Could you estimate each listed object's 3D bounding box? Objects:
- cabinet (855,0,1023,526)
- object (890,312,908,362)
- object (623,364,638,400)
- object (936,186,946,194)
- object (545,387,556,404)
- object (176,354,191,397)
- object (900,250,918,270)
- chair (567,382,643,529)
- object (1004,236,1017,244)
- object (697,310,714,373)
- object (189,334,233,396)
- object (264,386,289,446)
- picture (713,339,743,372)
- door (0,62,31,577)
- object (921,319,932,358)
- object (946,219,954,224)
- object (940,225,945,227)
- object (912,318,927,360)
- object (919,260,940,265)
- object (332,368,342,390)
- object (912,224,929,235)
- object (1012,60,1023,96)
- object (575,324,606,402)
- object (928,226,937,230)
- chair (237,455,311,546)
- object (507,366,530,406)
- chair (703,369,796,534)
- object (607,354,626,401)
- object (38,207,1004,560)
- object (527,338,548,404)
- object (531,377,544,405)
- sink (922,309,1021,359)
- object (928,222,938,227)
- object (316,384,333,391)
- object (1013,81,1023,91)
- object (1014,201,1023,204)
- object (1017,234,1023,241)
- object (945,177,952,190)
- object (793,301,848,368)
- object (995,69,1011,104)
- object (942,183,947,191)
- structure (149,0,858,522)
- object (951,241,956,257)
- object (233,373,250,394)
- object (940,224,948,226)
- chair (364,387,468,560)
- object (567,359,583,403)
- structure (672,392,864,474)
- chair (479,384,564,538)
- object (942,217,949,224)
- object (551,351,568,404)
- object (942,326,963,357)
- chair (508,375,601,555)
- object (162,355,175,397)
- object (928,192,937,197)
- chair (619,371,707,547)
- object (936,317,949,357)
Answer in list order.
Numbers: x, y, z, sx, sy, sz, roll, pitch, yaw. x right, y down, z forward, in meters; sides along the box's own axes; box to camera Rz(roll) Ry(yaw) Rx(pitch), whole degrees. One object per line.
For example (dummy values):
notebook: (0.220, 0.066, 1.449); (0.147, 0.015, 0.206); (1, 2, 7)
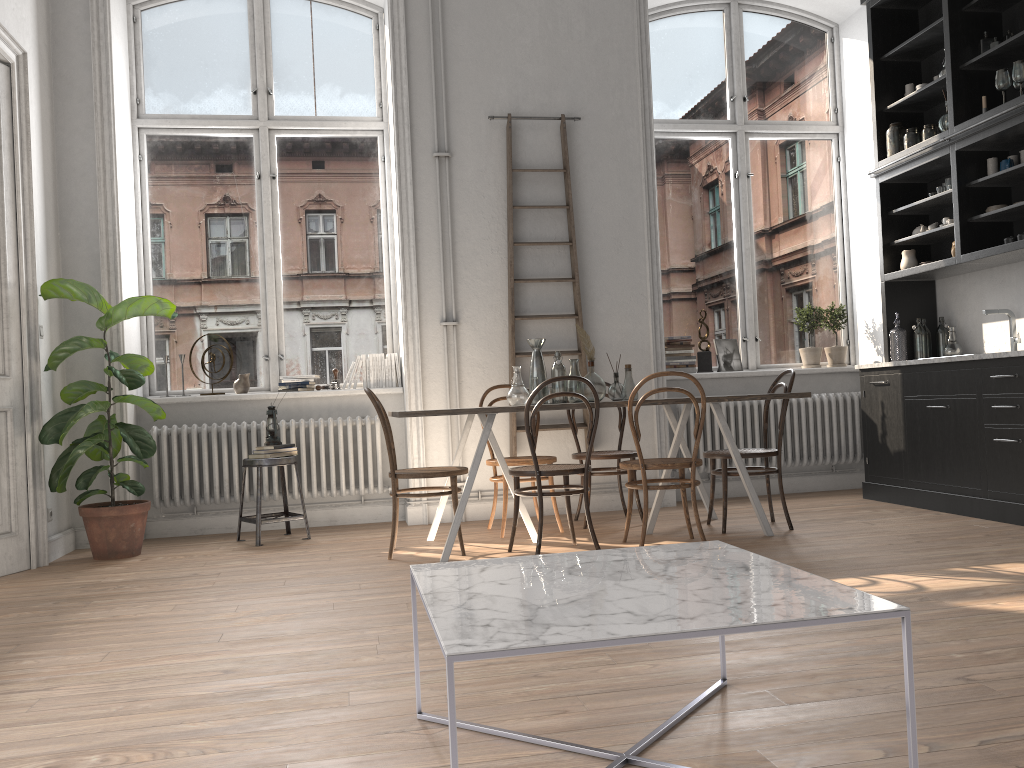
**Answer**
cabinet: (2.991, -1.034, 4.774); (0.635, 3.583, 3.251); (-3, -1, -11)
object: (2.702, -0.328, 6.205); (0.109, 0.349, 0.109); (-2, -1, -30)
object: (0.693, -0.011, 5.253); (0.101, 0.211, 0.101); (-3, -1, 29)
object: (2.850, -1.272, 5.882); (0.064, 0.069, 0.064); (-3, -1, 37)
object: (0.215, 0.066, 4.998); (0.058, 0.094, 0.058); (-3, -1, 18)
object: (-2.248, -0.057, 6.057); (0.095, 0.289, 0.095); (-3, -1, 12)
object: (2.772, -0.856, 6.183); (0.127, 0.144, 0.115); (-2, -1, -32)
chair: (0.593, 0.431, 5.711); (0.438, 0.920, 0.549); (-3, -1, -4)
object: (2.939, -0.841, 5.208); (0.088, 0.059, 0.104); (-2, -1, -22)
object: (1.470, -0.328, 6.796); (0.122, 0.488, 0.102); (-3, -1, 14)
object: (-2.069, -0.133, 6.112); (0.347, 0.425, 0.087); (-3, -1, 22)
object: (-1.515, 0.199, 5.694); (0.163, 0.383, 0.154); (-2, -1, -37)
picture: (1.652, -0.216, 6.870); (0.221, 0.264, 0.149); (-2, -1, -27)
door: (-2.857, -0.383, 4.441); (0.216, 2.814, 1.097); (-3, -1, 14)
object: (2.912, -0.310, 6.258); (0.086, 0.301, 0.086); (-3, -1, 4)
object: (2.871, -1.050, 5.813); (0.049, 0.054, 0.039); (-3, -1, 15)
object: (2.881, -1.042, 5.874); (0.085, 0.016, 0.085); (-3, -1, 21)
object: (2.832, -0.308, 6.163); (0.086, 0.301, 0.086); (-2, -1, -25)
object: (2.873, -0.809, 6.041); (0.180, 0.037, 0.180); (-2, -1, -26)
object: (-1.237, -0.034, 6.226); (0.048, 0.153, 0.088); (-2, -1, -41)
object: (2.859, -1.064, 6.188); (0.140, 0.100, 0.125); (-2, -1, -29)
object: (2.897, -1.724, 5.051); (0.083, 0.221, 0.083); (-3, -1, 36)
object: (0.451, -0.120, 5.053); (0.157, 0.446, 0.157); (-3, -1, 7)
object: (2.860, -1.052, 6.028); (0.058, 0.033, 0.056); (-2, -1, -36)
chair: (-1.519, 0.725, 5.616); (0.364, 0.522, 0.360); (-2, -1, -37)
object: (0.033, 0.010, 4.932); (0.132, 0.219, 0.132); (-2, -1, -21)
chair: (1.401, 0.383, 5.220); (0.549, 0.920, 0.438); (-3, -1, 2)
object: (0.606, -0.044, 5.161); (0.107, 0.283, 0.107); (-2, -1, -16)
object: (0.156, -0.016, 5.477); (5.827, 1.842, 0.792); (-3, -1, -6)
object: (0.151, -0.072, 5.200); (0.116, 0.383, 0.116); (-3, -1, 1)
object: (0.137, 0.040, 5.080); (0.083, 0.158, 0.083); (-2, -1, -15)
sink: (2.918, -0.209, 5.521); (0.514, 0.504, 0.526); (-3, -1, -11)
object: (2.860, -1.072, 6.028); (0.055, 0.047, 0.058); (-3, -1, 4)
object: (-1.329, 0.023, 6.264); (0.088, 0.048, 0.153); (-3, -1, 29)
object: (2.975, -1.725, 5.182); (0.083, 0.221, 0.083); (-2, -1, -19)
object: (3.086, -1.076, 5.346); (0.112, 0.036, 0.112); (-3, -1, 32)
object: (2.952, -0.843, 5.096); (0.088, 0.059, 0.104); (-2, -1, -32)
object: (2.874, -1.294, 5.814); (0.060, 0.107, 0.060); (-3, -1, 17)
object: (2.435, -0.387, 6.981); (0.500, 0.524, 0.234); (-2, -1, -21)
object: (2.871, -1.720, 5.180); (0.083, 0.221, 0.083); (-3, -1, 21)
object: (2.918, -1.293, 5.948); (0.060, 0.107, 0.060); (-2, -1, -43)
structure: (0.072, -1.311, 6.315); (5.181, 4.473, 0.340); (-3, -1, -11)
object: (2.851, -0.859, 5.677); (0.069, 0.123, 0.173); (-3, -1, 22)
object: (-1.872, -0.001, 6.143); (0.100, 0.142, 0.102); (-2, -1, -36)
object: (2.880, -1.049, 5.876); (0.085, 0.016, 0.085); (-3, -1, 30)
chair: (-0.516, 0.466, 4.883); (0.549, 0.920, 0.438); (-3, -1, -2)
object: (0.369, -0.018, 5.200); (0.098, 0.255, 0.100); (-2, -1, -34)
structure: (1.951, 0.364, 6.707); (1.577, 0.552, 0.194); (-2, -1, -11)
chair: (0.045, 0.453, 5.528); (0.438, 0.920, 0.549); (-3, -1, -13)
object: (2.879, -1.073, 5.881); (0.039, 0.055, 0.049); (-3, -1, 10)
object: (0.270, -0.039, 5.108); (0.086, 0.301, 0.086); (-2, -1, -25)
object: (2.998, -0.280, 6.037); (0.132, 0.219, 0.120); (-3, -1, -10)
chair: (0.211, 0.426, 4.603); (0.438, 0.920, 0.549); (-2, -1, -15)
object: (-2.374, -0.051, 6.092); (0.095, 0.289, 0.095); (-3, -1, 21)
object: (2.841, -1.259, 5.965); (0.071, 0.047, 0.071); (-3, -1, 27)
chair: (0.792, 0.401, 4.675); (0.438, 0.920, 0.549); (-3, -1, 0)
object: (2.994, -0.316, 6.165); (0.086, 0.301, 0.086); (-3, -1, 35)
